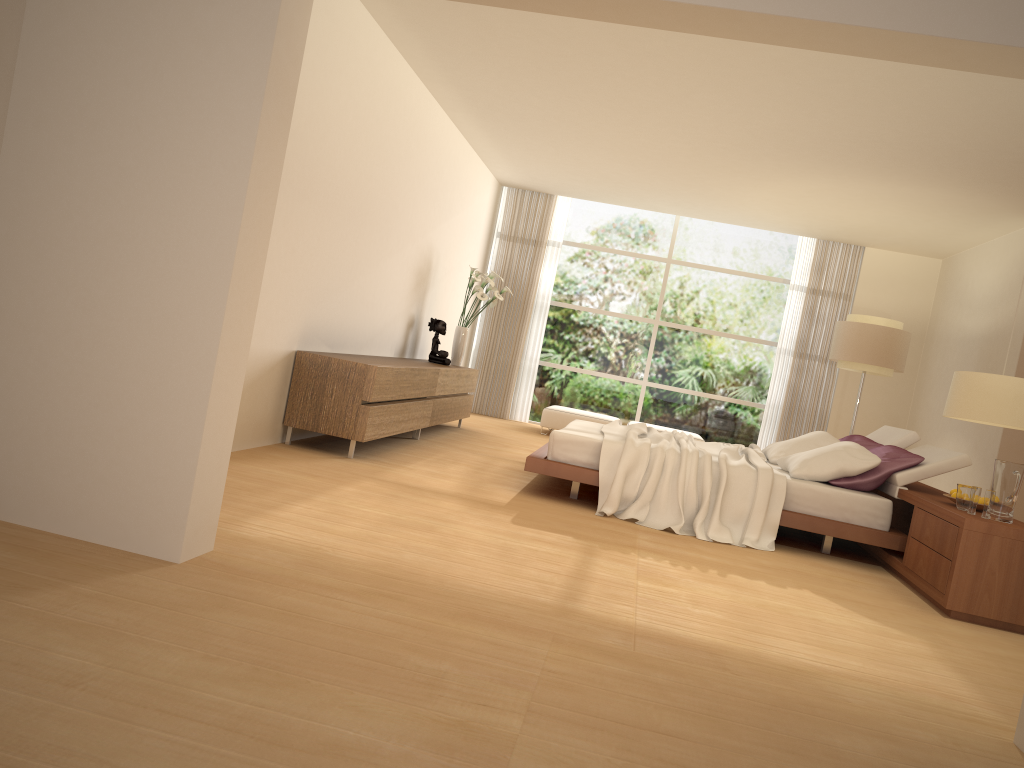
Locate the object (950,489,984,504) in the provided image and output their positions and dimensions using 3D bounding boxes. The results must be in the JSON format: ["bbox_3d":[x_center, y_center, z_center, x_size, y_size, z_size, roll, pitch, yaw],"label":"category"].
[{"bbox_3d":[2.745,0.692,5.293,0.230,0.084,0.259,10,2,-22],"label":"object"}]

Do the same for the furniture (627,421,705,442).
[{"bbox_3d":[1.887,0.726,11.083,0.965,0.346,0.964,11,2,8],"label":"furniture"}]

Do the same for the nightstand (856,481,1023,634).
[{"bbox_3d":[2.866,0.991,6.690,0.493,0.539,4.220,11,2,8],"label":"nightstand"}]

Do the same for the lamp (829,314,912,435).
[{"bbox_3d":[3.733,0.291,9.615,0.817,2.018,0.817,9,3,-39],"label":"lamp"}]

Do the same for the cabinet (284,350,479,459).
[{"bbox_3d":[-0.987,0.130,7.942,0.588,0.662,3.713,11,2,8],"label":"cabinet"}]

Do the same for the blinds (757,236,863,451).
[{"bbox_3d":[3.836,-0.441,11.445,0.814,3.351,0.202,11,2,7],"label":"blinds"}]

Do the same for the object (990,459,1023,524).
[{"bbox_3d":[2.702,0.588,4.845,0.159,0.328,0.227,10,2,-23],"label":"object"}]

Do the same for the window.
[{"bbox_3d":[1.963,-0.837,12.036,4.781,3.371,0.071,11,2,8],"label":"window"}]

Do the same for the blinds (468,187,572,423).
[{"bbox_3d":[0.076,-1.195,12.057,0.950,3.352,0.211,11,2,7],"label":"blinds"}]

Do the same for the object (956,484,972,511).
[{"bbox_3d":[2.593,0.652,5.078,0.110,0.141,0.110,9,3,-39],"label":"object"}]

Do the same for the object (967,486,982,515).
[{"bbox_3d":[2.566,0.647,4.925,0.052,0.154,0.052,12,2,27],"label":"object"}]

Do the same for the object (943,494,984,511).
[{"bbox_3d":[2.743,0.720,5.277,0.337,0.053,0.337,12,2,22],"label":"object"}]

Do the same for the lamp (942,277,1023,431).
[{"bbox_3d":[2.509,-0.979,4.146,0.451,2.399,0.451,11,2,6],"label":"lamp"}]

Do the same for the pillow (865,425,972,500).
[{"bbox_3d":[2.891,0.561,6.685,0.461,0.457,1.779,11,2,7],"label":"pillow"}]

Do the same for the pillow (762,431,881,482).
[{"bbox_3d":[2.291,0.530,6.758,0.561,0.339,1.720,11,2,8],"label":"pillow"}]

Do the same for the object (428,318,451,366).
[{"bbox_3d":[-0.733,-0.433,9.064,0.282,0.453,0.181,11,2,8],"label":"object"}]

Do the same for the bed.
[{"bbox_3d":[1.485,0.701,6.840,2.535,0.570,2.599,11,2,8],"label":"bed"}]

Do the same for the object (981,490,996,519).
[{"bbox_3d":[2.594,0.656,4.831,0.052,0.154,0.052,12,2,27],"label":"object"}]

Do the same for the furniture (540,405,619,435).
[{"bbox_3d":[0.882,0.525,11.233,0.965,0.346,0.964,11,2,8],"label":"furniture"}]

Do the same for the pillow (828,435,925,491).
[{"bbox_3d":[2.558,0.568,6.725,0.575,0.369,1.683,11,2,8],"label":"pillow"}]

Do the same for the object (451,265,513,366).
[{"bbox_3d":[-0.361,-0.702,9.505,0.515,1.085,0.608,10,3,-34],"label":"object"}]
